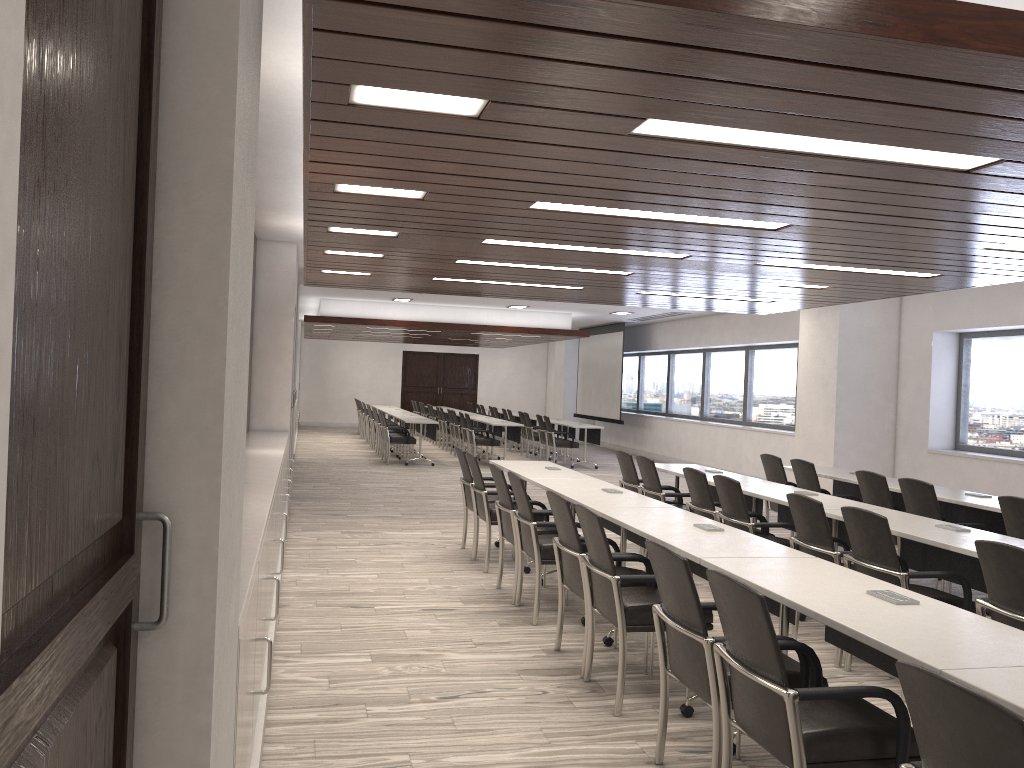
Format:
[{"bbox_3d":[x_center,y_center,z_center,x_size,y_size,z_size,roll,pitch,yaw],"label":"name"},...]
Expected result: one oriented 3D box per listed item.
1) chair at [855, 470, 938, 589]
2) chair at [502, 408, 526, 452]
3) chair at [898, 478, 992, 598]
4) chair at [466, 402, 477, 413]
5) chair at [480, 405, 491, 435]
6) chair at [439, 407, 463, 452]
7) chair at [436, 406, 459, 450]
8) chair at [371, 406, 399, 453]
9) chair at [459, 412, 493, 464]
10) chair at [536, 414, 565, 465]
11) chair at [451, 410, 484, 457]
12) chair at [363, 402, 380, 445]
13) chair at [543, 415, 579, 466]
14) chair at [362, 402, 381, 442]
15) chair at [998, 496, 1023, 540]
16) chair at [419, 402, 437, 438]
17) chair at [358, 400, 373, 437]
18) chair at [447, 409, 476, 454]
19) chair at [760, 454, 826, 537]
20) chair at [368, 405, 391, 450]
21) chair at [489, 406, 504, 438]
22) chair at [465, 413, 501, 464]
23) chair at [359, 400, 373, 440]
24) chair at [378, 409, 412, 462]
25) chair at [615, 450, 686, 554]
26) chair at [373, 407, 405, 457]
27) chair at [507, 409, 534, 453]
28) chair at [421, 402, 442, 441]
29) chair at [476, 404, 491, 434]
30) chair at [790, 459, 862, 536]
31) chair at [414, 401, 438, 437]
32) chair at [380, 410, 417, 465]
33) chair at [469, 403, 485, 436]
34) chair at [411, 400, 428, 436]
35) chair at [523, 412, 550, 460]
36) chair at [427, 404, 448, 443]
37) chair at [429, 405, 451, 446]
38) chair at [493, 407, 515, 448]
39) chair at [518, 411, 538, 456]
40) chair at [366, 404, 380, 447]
[{"bbox_3d":[3.089,1.166,7.064,0.638,0.939,0.513,2,0,-13],"label":"chair"},{"bbox_3d":[0.080,1.022,19.854,0.638,0.939,0.513,2,0,-12],"label":"chair"},{"bbox_3d":[3.213,1.172,6.556,0.638,0.939,0.513,2,0,-13],"label":"chair"},{"bbox_3d":[-0.955,0.973,24.298,0.638,0.939,0.513,2,0,-13],"label":"chair"},{"bbox_3d":[-0.496,0.995,22.306,0.638,0.939,0.513,2,0,-14],"label":"chair"},{"bbox_3d":[-1.254,0.970,19.005,0.638,0.939,0.513,2,0,-13],"label":"chair"},{"bbox_3d":[-1.375,0.964,19.507,0.638,0.939,0.513,2,0,-13],"label":"chair"},{"bbox_3d":[-2.501,0.922,17.698,0.638,0.939,0.513,2,0,-13],"label":"chair"},{"bbox_3d":[-0.686,0.997,16.558,0.638,0.939,0.513,2,0,-14],"label":"chair"},{"bbox_3d":[0.772,1.055,16.894,0.638,0.939,0.513,2,0,-14],"label":"chair"},{"bbox_3d":[-0.898,0.987,17.526,0.638,0.939,0.513,2,0,-14],"label":"chair"},{"bbox_3d":[-3.084,0.894,20.135,0.638,0.939,0.513,2,0,-13],"label":"chair"},{"bbox_3d":[0.891,1.061,16.385,0.638,0.939,0.513,2,0,-12],"label":"chair"},{"bbox_3d":[-3.188,0.889,20.649,0.638,0.939,0.513,2,0,-14],"label":"chair"},{"bbox_3d":[3.428,1.182,5.578,0.638,0.939,0.513,2,0,-13],"label":"chair"},{"bbox_3d":[-2.059,0.931,22.480,0.638,0.939,0.513,2,0,-13],"label":"chair"},{"bbox_3d":[-3.547,0.872,22.130,0.638,0.939,0.513,2,0,-13],"label":"chair"},{"bbox_3d":[-1.016,0.981,18.032,0.638,0.939,0.513,2,0,-13],"label":"chair"},{"bbox_3d":[2.732,1.149,8.539,0.638,0.939,0.513,2,0,-13],"label":"chair"},{"bbox_3d":[-2.733,0.911,18.648,0.638,0.939,0.513,2,0,-13],"label":"chair"},{"bbox_3d":[-0.251,1.006,21.337,0.638,0.939,0.513,2,0,-14],"label":"chair"},{"bbox_3d":[-0.553,1.003,16.042,0.638,0.939,0.513,2,0,-13],"label":"chair"},{"bbox_3d":[-3.427,0.878,21.618,0.638,0.939,0.513,2,0,-14],"label":"chair"},{"bbox_3d":[-2.152,0.938,16.202,0.638,0.939,0.513,2,0,-14],"label":"chair"},{"bbox_3d":[1.283,1.091,8.203,0.638,0.939,0.513,2,0,-14],"label":"chair"},{"bbox_3d":[-2.379,0.928,17.179,0.638,0.939,0.513,2,0,-14],"label":"chair"},{"bbox_3d":[0.198,1.028,19.343,0.638,0.939,0.513,2,0,-13],"label":"chair"},{"bbox_3d":[-1.948,0.937,21.973,0.638,0.939,0.513,2,0,-13],"label":"chair"},{"bbox_3d":[-0.616,0.989,22.825,0.638,0.939,0.513,2,0,-13],"label":"chair"},{"bbox_3d":[2.866,1.155,8.035,0.638,0.939,0.513,2,0,-13],"label":"chair"},{"bbox_3d":[-2.284,0.921,23.455,0.638,0.939,0.513,2,0,-13],"label":"chair"},{"bbox_3d":[-2.025,0.944,15.695,0.638,0.939,0.513,2,0,-12],"label":"chair"},{"bbox_3d":[-0.845,0.978,23.788,0.638,0.939,0.513,2,0,-12],"label":"chair"},{"bbox_3d":[-2.419,0.914,23.956,0.638,0.939,0.513,2,0,-14],"label":"chair"},{"bbox_3d":[0.542,1.044,17.869,0.638,0.939,0.513,2,0,-13],"label":"chair"},{"bbox_3d":[-1.716,0.948,21.001,0.638,0.939,0.513,2,0,-13],"label":"chair"},{"bbox_3d":[-1.606,0.953,20.488,0.638,0.939,0.513,2,0,-13],"label":"chair"},{"bbox_3d":[-0.138,1.012,20.824,0.638,0.939,0.513,2,0,-13],"label":"chair"},{"bbox_3d":[0.440,1.039,18.382,0.638,0.939,0.513,2,0,-14],"label":"chair"},{"bbox_3d":[-2.845,0.905,19.155,0.638,0.939,0.513,2,0,-13],"label":"chair"}]
